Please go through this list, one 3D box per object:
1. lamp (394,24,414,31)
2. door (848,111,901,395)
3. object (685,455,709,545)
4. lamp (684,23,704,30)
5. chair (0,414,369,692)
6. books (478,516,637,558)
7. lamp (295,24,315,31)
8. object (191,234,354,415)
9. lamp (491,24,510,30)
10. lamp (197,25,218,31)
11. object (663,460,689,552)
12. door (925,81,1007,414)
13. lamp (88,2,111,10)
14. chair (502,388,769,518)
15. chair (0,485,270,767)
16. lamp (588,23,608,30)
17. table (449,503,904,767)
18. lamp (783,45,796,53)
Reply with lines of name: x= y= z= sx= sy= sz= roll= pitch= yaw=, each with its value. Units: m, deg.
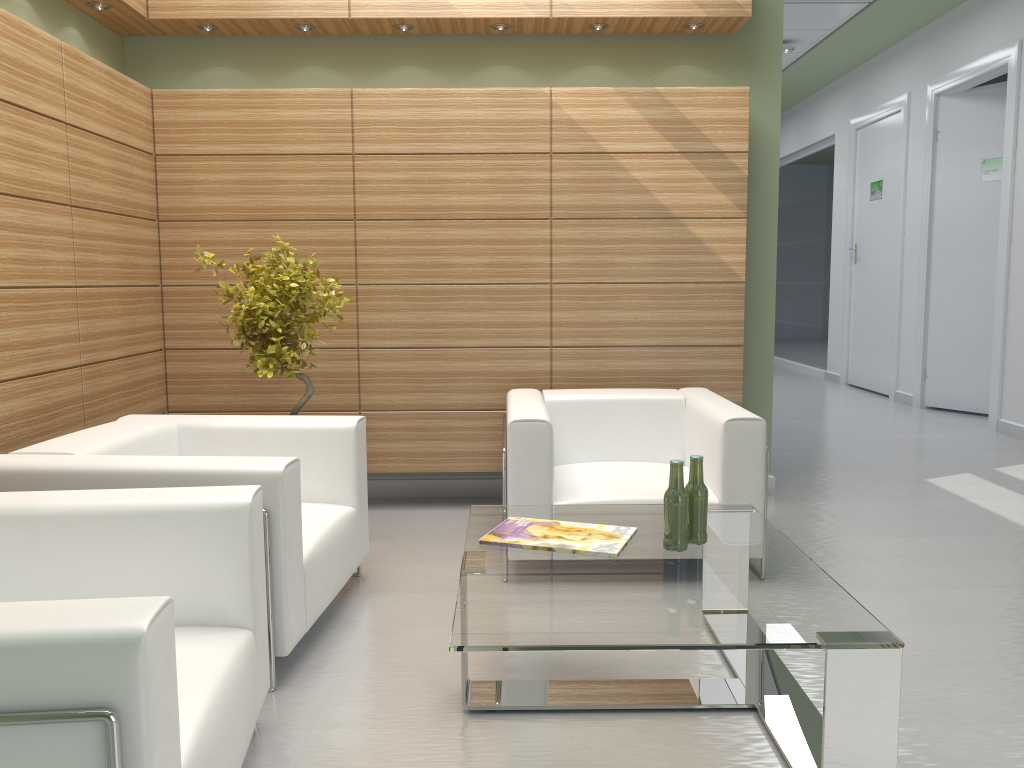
lamp: x=-0.997 y=-3.316 z=8.181 sx=0.181 sy=0.074 sz=0.181 roll=-6 pitch=9 yaw=-39
door: x=6.879 y=-2.420 z=16.932 sx=0.250 sy=5.083 sz=2.089 roll=0 pitch=7 yaw=0
object: x=0.988 y=0.620 z=4.765 sx=0.131 sy=0.475 sz=0.131 roll=-5 pitch=8 yaw=-35
lamp: x=1.682 y=-3.333 z=8.199 sx=0.181 sy=0.074 sz=0.181 roll=-1 pitch=7 yaw=-6
chair: x=-1.971 y=0.927 z=5.659 sx=1.769 sy=1.234 sz=1.894 roll=0 pitch=7 yaw=5
books: x=0.263 y=0.836 z=4.886 sx=0.762 sy=0.025 sz=0.508 roll=2 pitch=7 yaw=19
lamp: x=-1.907 y=-3.310 z=8.175 sx=0.181 sy=0.074 sz=0.181 roll=-1 pitch=7 yaw=-6
object: x=-1.945 y=0.070 z=7.206 sx=1.201 sy=2.565 sz=1.116 roll=-4 pitch=8 yaw=-32
lamp: x=-0.106 y=-3.321 z=8.187 sx=0.181 sy=0.074 sz=0.181 roll=-1 pitch=7 yaw=-6
lamp: x=-2.805 y=-3.304 z=8.169 sx=0.181 sy=0.074 sz=0.181 roll=-1 pitch=7 yaw=-6
object: x=0.859 y=0.634 z=4.644 sx=0.131 sy=0.475 sz=0.131 roll=-5 pitch=8 yaw=-35
door: x=7.488 y=-2.057 z=13.752 sx=0.134 sy=5.083 sz=2.089 roll=-4 pitch=8 yaw=-30
lamp: x=-3.490 y=-3.223 z=7.502 sx=0.181 sy=0.074 sz=0.181 roll=-2 pitch=7 yaw=-17
chair: x=0.873 y=0.743 z=7.110 sx=1.894 sy=1.234 sz=1.802 roll=0 pitch=7 yaw=0
chair: x=-1.970 y=1.193 z=3.350 sx=1.802 sy=1.234 sz=1.894 roll=-1 pitch=7 yaw=-5
lamp: x=0.797 y=-3.327 z=8.193 sx=0.181 sy=0.074 sz=0.181 roll=-6 pitch=9 yaw=-39
table: x=0.635 y=1.257 z=4.583 sx=1.783 sy=0.742 sz=2.197 roll=0 pitch=7 yaw=0
lamp: x=4.690 y=-6.020 z=15.826 sx=0.657 sy=0.159 sz=0.286 roll=0 pitch=7 yaw=0
